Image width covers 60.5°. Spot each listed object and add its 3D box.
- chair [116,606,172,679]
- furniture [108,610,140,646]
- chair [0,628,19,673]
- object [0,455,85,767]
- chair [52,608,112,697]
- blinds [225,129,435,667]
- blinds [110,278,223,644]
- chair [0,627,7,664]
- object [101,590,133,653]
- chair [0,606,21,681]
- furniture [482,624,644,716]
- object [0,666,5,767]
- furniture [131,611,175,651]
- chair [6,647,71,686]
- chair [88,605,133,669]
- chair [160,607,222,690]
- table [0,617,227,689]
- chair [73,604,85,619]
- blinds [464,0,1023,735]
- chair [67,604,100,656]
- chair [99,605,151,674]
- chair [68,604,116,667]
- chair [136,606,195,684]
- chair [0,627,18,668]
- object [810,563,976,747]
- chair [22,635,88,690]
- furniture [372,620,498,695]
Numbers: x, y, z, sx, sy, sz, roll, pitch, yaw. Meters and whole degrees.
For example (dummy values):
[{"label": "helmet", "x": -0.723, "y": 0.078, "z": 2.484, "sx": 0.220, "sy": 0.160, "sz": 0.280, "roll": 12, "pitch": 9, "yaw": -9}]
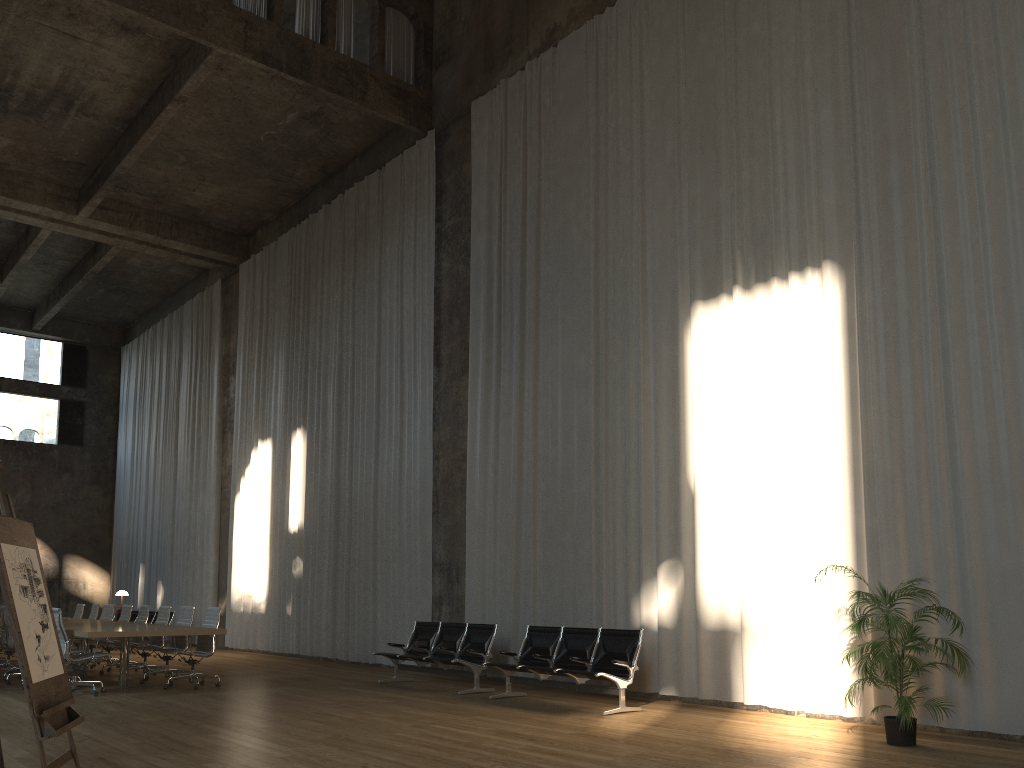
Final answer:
[{"label": "chair", "x": -5.317, "y": 3.731, "z": 12.730, "sx": 0.703, "sy": 1.007, "sz": 0.674, "roll": 6, "pitch": -10, "yaw": -34}, {"label": "furniture", "x": -9.850, "y": 5.992, "z": 21.694, "sx": 0.714, "sy": 0.827, "sz": 1.893, "roll": 8, "pitch": -15, "yaw": -39}, {"label": "chair", "x": -7.471, "y": 3.818, "z": 13.112, "sx": 0.703, "sy": 1.007, "sz": 0.674, "roll": 6, "pitch": -10, "yaw": -31}, {"label": "object", "x": -2.402, "y": 1.142, "z": 4.269, "sx": 0.685, "sy": 2.109, "sz": 0.712, "roll": 2, "pitch": -7, "yaw": -14}, {"label": "chair", "x": -5.164, "y": 3.175, "z": 10.448, "sx": 0.703, "sy": 1.007, "sz": 0.674, "roll": 6, "pitch": -10, "yaw": -34}, {"label": "blinds", "x": -3.751, "y": 0.797, "z": 16.670, "sx": 0.276, "sy": 8.494, "sz": 7.919, "roll": 5, "pitch": -11, "yaw": -38}, {"label": "blinds", "x": -9.344, "y": 2.388, "z": 23.264, "sx": 0.277, "sy": 8.494, "sz": 7.913, "roll": 6, "pitch": -11, "yaw": -40}, {"label": "chair", "x": -8.646, "y": 4.150, "z": 14.491, "sx": 0.704, "sy": 1.007, "sz": 0.673, "roll": 7, "pitch": -11, "yaw": -36}, {"label": "object", "x": -8.039, "y": 4.838, "z": 17.830, "sx": 0.571, "sy": 1.274, "sz": 0.670, "roll": 1, "pitch": -8, "yaw": -7}, {"label": "chair", "x": -6.905, "y": 3.656, "z": 12.441, "sx": 0.703, "sy": 1.007, "sz": 0.674, "roll": 6, "pitch": -10, "yaw": -34}, {"label": "furniture", "x": 0.514, "y": 3.066, "z": 9.561, "sx": 0.714, "sy": 0.827, "sz": 1.893, "roll": 8, "pitch": -15, "yaw": -39}, {"label": "object", "x": -3.702, "y": 1.472, "z": 5.638, "sx": 0.702, "sy": 2.109, "sz": 0.695, "roll": 1, "pitch": -7, "yaw": -8}, {"label": "furniture", "x": -8.310, "y": 5.554, "z": 19.878, "sx": 0.714, "sy": 0.827, "sz": 1.893, "roll": 8, "pitch": -15, "yaw": -39}, {"label": "chair", "x": -6.308, "y": 3.484, "z": 11.728, "sx": 0.705, "sy": 1.007, "sz": 0.672, "roll": 8, "pitch": -11, "yaw": -40}, {"label": "chair", "x": -6.465, "y": 4.057, "z": 14.083, "sx": 0.703, "sy": 1.007, "sz": 0.674, "roll": 6, "pitch": -10, "yaw": -34}, {"label": "chair", "x": -6.323, "y": 2.957, "z": 9.537, "sx": 13.075, "sy": 1.013, "sz": 31.860, "roll": 11, "pitch": -18, "yaw": -38}, {"label": "table", "x": -6.613, "y": 3.977, "z": 13.219, "sx": 1.616, "sy": 0.745, "sz": 7.802, "roll": 10, "pitch": -17, "yaw": -38}, {"label": "chair", "x": -8.208, "y": 4.537, "z": 16.075, "sx": 0.703, "sy": 1.007, "sz": 0.674, "roll": 6, "pitch": -10, "yaw": -34}, {"label": "blinds", "x": 1.825, "y": -0.789, "z": 10.095, "sx": 0.276, "sy": 8.494, "sz": 7.919, "roll": 5, "pitch": -11, "yaw": -38}, {"label": "chair", "x": -7.628, "y": 4.383, "z": 15.437, "sx": 0.703, "sy": 1.007, "sz": 0.674, "roll": 6, "pitch": -10, "yaw": -31}, {"label": "chair", "x": -5.899, "y": 3.895, "z": 13.412, "sx": 0.703, "sy": 1.007, "sz": 0.674, "roll": 6, "pitch": -10, "yaw": -31}, {"label": "chair", "x": -7.076, "y": 4.226, "z": 14.785, "sx": 0.705, "sy": 1.007, "sz": 0.672, "roll": 8, "pitch": -11, "yaw": -40}, {"label": "chair", "x": -4.724, "y": 3.563, "z": 12.033, "sx": 0.704, "sy": 1.007, "sz": 0.673, "roll": 7, "pitch": -11, "yaw": -36}, {"label": "chair", "x": -8.053, "y": 3.982, "z": 13.794, "sx": 0.703, "sy": 1.007, "sz": 0.674, "roll": 6, "pitch": -10, "yaw": -34}, {"label": "object", "x": 3.063, "y": 2.178, "z": 7.140, "sx": 1.138, "sy": 1.431, "sz": 1.104, "roll": -8, "pitch": -12, "yaw": 40}, {"label": "chair", "x": -5.749, "y": 3.328, "z": 11.082, "sx": 0.703, "sy": 1.007, "sz": 0.674, "roll": 6, "pitch": -10, "yaw": -31}, {"label": "furniture", "x": -1.027, "y": 3.504, "z": 11.377, "sx": 0.714, "sy": 0.827, "sz": 1.893, "roll": 8, "pitch": -15, "yaw": -39}]
